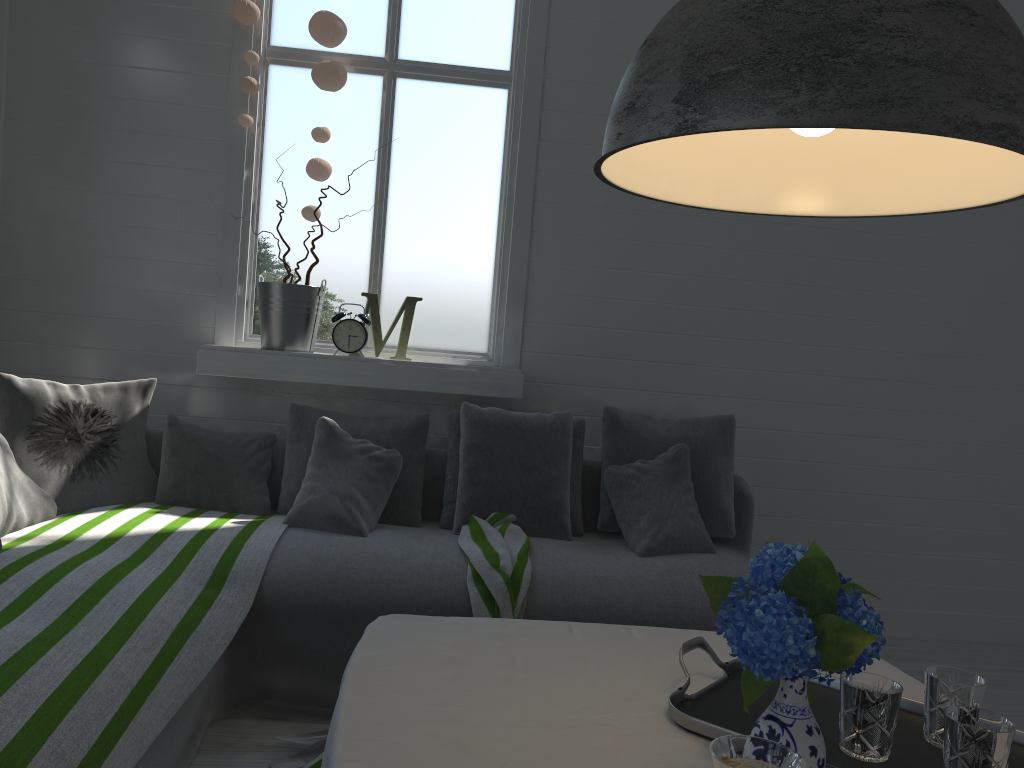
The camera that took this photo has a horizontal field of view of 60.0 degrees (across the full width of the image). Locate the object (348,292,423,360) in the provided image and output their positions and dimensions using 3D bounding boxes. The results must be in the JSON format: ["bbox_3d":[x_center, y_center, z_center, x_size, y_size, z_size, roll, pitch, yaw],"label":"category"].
[{"bbox_3d":[-0.607,-0.273,4.253,0.330,0.311,0.052,4,3,-15],"label":"object"}]

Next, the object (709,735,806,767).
[{"bbox_3d":[0.251,0.486,0.942,0.098,0.192,0.098,6,3,16],"label":"object"}]

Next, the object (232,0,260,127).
[{"bbox_3d":[-1.229,-1.755,4.146,0.153,1.090,0.150,3,4,-29],"label":"object"}]

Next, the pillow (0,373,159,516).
[{"bbox_3d":[-1.775,0.249,3.700,0.395,0.561,0.638,7,3,35],"label":"pillow"}]

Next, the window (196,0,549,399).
[{"bbox_3d":[-0.607,-1.189,4.178,1.482,2.401,0.378,4,3,-5],"label":"window"}]

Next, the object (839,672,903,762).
[{"bbox_3d":[0.570,0.535,1.423,0.095,0.120,0.095,4,3,-20],"label":"object"}]

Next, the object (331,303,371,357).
[{"bbox_3d":[-0.749,-0.250,4.118,0.182,0.250,0.075,4,3,-5],"label":"object"}]

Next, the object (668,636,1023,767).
[{"bbox_3d":[0.588,0.557,1.484,0.650,0.092,0.398,6,3,38],"label":"object"}]

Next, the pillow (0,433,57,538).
[{"bbox_3d":[-1.862,0.291,3.068,0.344,0.526,0.615,4,3,-6],"label":"pillow"}]

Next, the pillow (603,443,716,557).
[{"bbox_3d":[0.636,0.491,3.777,0.380,0.464,0.416,4,3,-19],"label":"pillow"}]

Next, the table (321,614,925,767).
[{"bbox_3d":[0.297,0.937,1.373,1.327,0.726,1.669,4,2,-3],"label":"table"}]

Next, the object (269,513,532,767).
[{"bbox_3d":[-0.206,0.760,3.224,0.622,0.834,1.580,6,3,20],"label":"object"}]

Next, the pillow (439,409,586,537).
[{"bbox_3d":[0.013,0.399,3.994,0.641,0.521,0.280,4,3,-4],"label":"pillow"}]

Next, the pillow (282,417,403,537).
[{"bbox_3d":[-0.694,0.388,3.668,0.380,0.464,0.416,5,3,10],"label":"pillow"}]

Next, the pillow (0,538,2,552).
[{"bbox_3d":[-1.741,0.375,2.500,0.277,0.446,0.528,5,3,10],"label":"pillow"}]

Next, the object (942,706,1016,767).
[{"bbox_3d":[0.681,0.549,1.304,0.095,0.120,0.095,6,3,20],"label":"object"}]

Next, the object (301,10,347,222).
[{"bbox_3d":[-0.874,-1.476,4.143,0.200,1.428,0.196,7,4,36],"label":"object"}]

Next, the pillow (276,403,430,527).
[{"bbox_3d":[-0.698,0.372,3.927,0.639,0.522,0.278,4,3,-5],"label":"pillow"}]

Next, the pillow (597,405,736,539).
[{"bbox_3d":[0.711,0.402,4.037,0.639,0.561,0.278,4,3,-4],"label":"pillow"}]

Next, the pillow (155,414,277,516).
[{"bbox_3d":[-1.272,0.365,3.885,0.495,0.439,0.280,4,3,-3],"label":"pillow"}]

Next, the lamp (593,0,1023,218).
[{"bbox_3d":[0.497,-1.302,1.187,0.601,2.046,0.600,2,4,-34],"label":"lamp"}]

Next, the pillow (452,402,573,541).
[{"bbox_3d":[0.014,0.387,3.848,0.509,0.573,0.295,4,3,-5],"label":"pillow"}]

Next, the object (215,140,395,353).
[{"bbox_3d":[-0.939,-0.604,3.876,0.846,0.937,0.635,7,4,42],"label":"object"}]

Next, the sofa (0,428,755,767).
[{"bbox_3d":[-0.420,0.796,2.527,3.408,0.900,3.391,4,2,-5],"label":"sofa"}]

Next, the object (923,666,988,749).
[{"bbox_3d":[0.738,0.546,1.487,0.095,0.120,0.095,6,3,20],"label":"object"}]

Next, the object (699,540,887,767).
[{"bbox_3d":[0.400,0.408,1.294,0.265,0.377,0.236,4,3,-3],"label":"object"}]

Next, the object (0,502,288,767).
[{"bbox_3d":[-1.340,0.804,2.295,1.044,0.474,3.161,4,2,-4],"label":"object"}]
